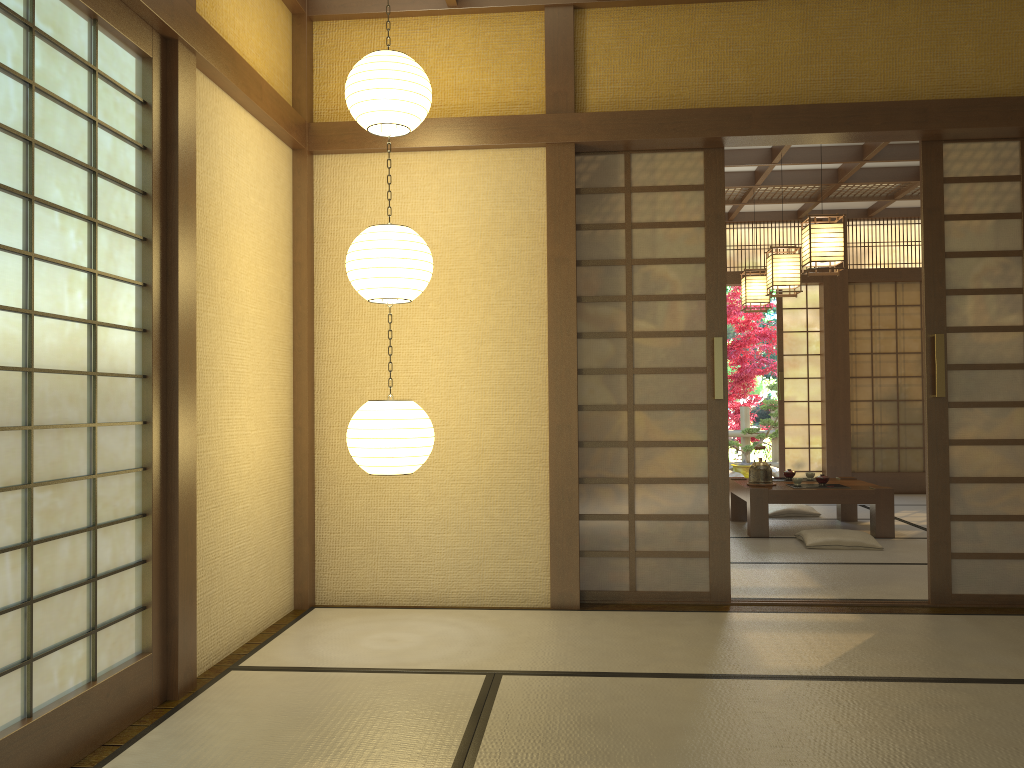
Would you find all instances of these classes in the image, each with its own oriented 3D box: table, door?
[{"bbox_3d":[2.246,0.929,6.803,1.000,0.350,1.000,-1,-1,5],"label":"table"},{"bbox_3d":[3.801,0.055,9.441,1.894,2.380,0.073,-1,-1,5],"label":"door"},{"bbox_3d":[0.442,-0.062,4.383,1.230,2.265,0.076,-1,-1,5],"label":"door"},{"bbox_3d":[-1.319,-0.088,1.557,0.140,2.230,2.890,-1,-1,5],"label":"door"},{"bbox_3d":[2.599,-0.086,4.197,1.230,2.265,0.076,-1,-1,5],"label":"door"}]

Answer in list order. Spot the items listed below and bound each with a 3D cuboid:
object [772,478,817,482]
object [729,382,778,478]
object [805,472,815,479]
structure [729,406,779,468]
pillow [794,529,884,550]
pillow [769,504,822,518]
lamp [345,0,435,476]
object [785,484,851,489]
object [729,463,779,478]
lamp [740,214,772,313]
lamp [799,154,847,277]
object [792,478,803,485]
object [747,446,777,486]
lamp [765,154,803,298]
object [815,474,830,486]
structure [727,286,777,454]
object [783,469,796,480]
[{"bbox_3d":[2.268,0.767,7.111,0.400,0.007,0.300,-1,-1,5],"label":"object"},{"bbox_3d":[3.233,0.631,11.457,1.032,1.362,0.586,-1,-2,31],"label":"object"},{"bbox_3d":[2.389,0.737,7.103,0.073,0.052,0.074,1,-2,-42],"label":"object"},{"bbox_3d":[3.245,0.856,12.088,7.456,1.136,0.245,-1,-1,5],"label":"structure"},{"bbox_3d":[2.204,1.051,6.020,0.486,0.107,0.496,-1,-1,9],"label":"pillow"},{"bbox_3d":[2.345,1.087,7.653,0.496,0.107,0.486,0,-1,-2],"label":"pillow"},{"bbox_3d":[-0.511,-0.776,3.694,0.363,2.297,0.363,-1,-1,5],"label":"lamp"},{"bbox_3d":[2.253,0.755,6.543,0.400,0.007,0.300,-1,-1,5],"label":"object"},{"bbox_3d":[3.182,1.183,11.437,1.260,0.276,1.147,-1,-1,1],"label":"object"},{"bbox_3d":[2.213,-1.210,8.080,0.240,1.129,0.240,-1,-1,5],"label":"lamp"},{"bbox_3d":[2.012,-1.261,5.759,0.240,1.129,0.240,-1,-1,5],"label":"lamp"},{"bbox_3d":[2.131,0.728,6.616,0.073,0.052,0.074,1,-2,-42],"label":"object"},{"bbox_3d":[1.890,0.618,6.726,0.219,0.296,0.226,-1,-1,0],"label":"object"},{"bbox_3d":[2.113,-1.236,6.920,0.240,1.129,0.240,-1,-1,5],"label":"lamp"},{"bbox_3d":[2.294,0.708,6.552,0.100,0.080,0.100,-1,-1,5],"label":"object"},{"bbox_3d":[2.513,-0.508,13.015,3.412,4.004,3.045,-2,-2,37],"label":"structure"},{"bbox_3d":[2.217,0.721,7.088,0.100,0.080,0.100,-1,-1,5],"label":"object"}]
